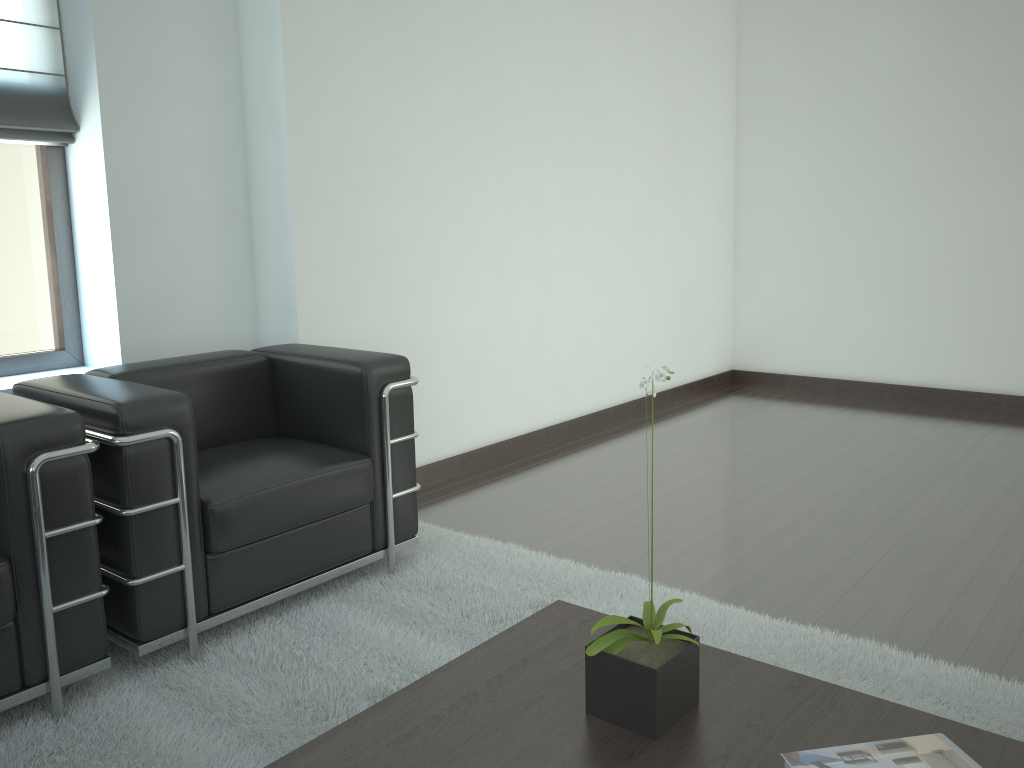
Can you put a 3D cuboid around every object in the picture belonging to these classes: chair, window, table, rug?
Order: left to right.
[{"bbox_3d":[-2.450,0.732,3.105,1.125,1.165,1.651,6,12,39],"label":"chair"},{"bbox_3d":[-3.267,-1.299,4.241,0.146,2.719,2.139,6,11,39],"label":"window"},{"bbox_3d":[-1.381,0.480,4.390,1.125,1.165,1.651,6,12,39],"label":"chair"},{"bbox_3d":[-0.217,1.461,1.877,6.262,0.110,5.185,7,13,39],"label":"rug"},{"bbox_3d":[0.321,1.245,1.950,1.939,0.439,1.927,7,13,39],"label":"table"}]

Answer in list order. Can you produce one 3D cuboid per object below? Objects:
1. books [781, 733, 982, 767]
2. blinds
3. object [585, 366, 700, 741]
[{"bbox_3d":[0.911,0.946,1.923,0.446,0.045,0.521,-3,10,-10],"label":"books"},{"bbox_3d":[-3.149,-1.901,4.046,0.222,1.469,2.130,6,12,39],"label":"blinds"},{"bbox_3d":[0.361,0.436,2.427,0.253,0.987,0.336,6,11,39],"label":"object"}]
